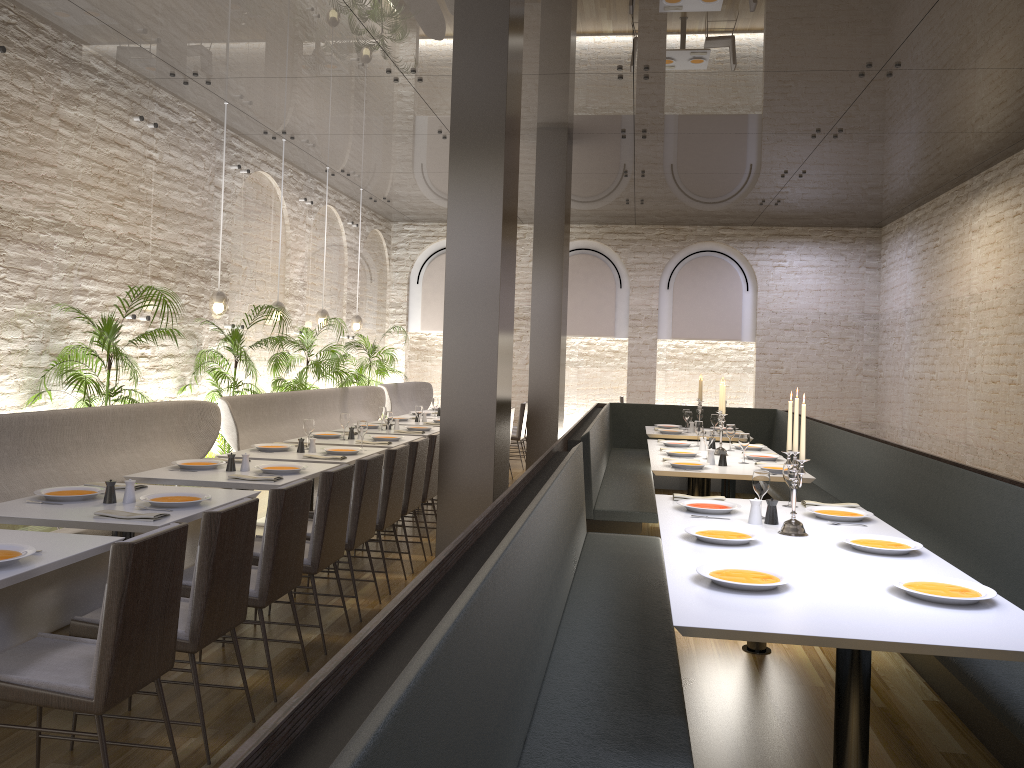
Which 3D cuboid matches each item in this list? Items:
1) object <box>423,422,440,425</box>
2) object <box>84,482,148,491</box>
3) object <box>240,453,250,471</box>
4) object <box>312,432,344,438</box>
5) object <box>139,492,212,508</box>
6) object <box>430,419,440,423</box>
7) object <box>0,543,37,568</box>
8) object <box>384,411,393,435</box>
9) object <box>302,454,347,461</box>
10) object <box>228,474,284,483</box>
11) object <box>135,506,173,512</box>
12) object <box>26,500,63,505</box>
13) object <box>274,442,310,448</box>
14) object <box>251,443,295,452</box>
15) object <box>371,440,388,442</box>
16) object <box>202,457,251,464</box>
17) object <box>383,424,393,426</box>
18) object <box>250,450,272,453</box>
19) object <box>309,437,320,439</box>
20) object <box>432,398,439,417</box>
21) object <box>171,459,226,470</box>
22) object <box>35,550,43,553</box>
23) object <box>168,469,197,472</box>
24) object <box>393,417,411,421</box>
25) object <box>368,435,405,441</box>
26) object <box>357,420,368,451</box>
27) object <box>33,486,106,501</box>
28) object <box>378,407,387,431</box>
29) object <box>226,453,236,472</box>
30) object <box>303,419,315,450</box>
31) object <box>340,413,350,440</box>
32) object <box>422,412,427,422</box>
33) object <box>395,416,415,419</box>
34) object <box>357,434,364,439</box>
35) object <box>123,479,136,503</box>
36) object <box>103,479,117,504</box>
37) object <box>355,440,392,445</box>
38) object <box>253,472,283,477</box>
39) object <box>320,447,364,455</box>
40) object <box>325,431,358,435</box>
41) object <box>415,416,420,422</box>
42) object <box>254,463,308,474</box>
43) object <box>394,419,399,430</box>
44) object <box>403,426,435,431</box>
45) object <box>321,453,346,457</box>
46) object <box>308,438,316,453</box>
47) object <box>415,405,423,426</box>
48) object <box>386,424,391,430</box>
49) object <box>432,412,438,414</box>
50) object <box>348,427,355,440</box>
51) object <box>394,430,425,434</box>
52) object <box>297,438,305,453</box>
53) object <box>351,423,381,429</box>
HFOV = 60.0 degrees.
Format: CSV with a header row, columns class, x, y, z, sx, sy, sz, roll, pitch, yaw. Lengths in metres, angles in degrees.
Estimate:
class,x,y,z,sx,sy,sz,roll,pitch,yaw
object,-0.817,0.434,9.644,0.273,0.033,0.142,2,1,8
object,-2.051,0.531,4.590,0.273,0.033,0.142,2,1,8
object,-1.633,0.476,5.428,0.059,0.109,0.059,2,0,0
object,-1.622,0.452,7.767,0.321,0.036,0.321,2,2,-10
object,-1.585,0.551,4.177,0.321,0.036,0.321,2,2,-14
object,-0.765,0.419,9.999,0.321,0.036,0.321,2,2,-14
object,-1.759,0.579,2.939,0.321,0.036,0.321,2,2,-14
object,-1.116,0.363,7.985,0.086,0.231,0.086,2,-1,14
object,-1.304,0.512,6.182,0.273,0.033,0.142,2,1,8
object,-1.462,0.538,5.060,0.273,0.033,0.142,2,1,8
object,-1.616,0.562,3.997,0.181,0.015,0.038,2,1,10
object,-2.147,0.545,4.073,0.185,0.010,0.017,2,1,8
object,-1.719,0.478,6.951,0.273,0.033,0.142,2,1,8
object,-1.784,0.478,6.615,0.322,0.036,0.321,3,2,43
object,-1.121,0.483,7.509,0.181,0.015,0.038,2,1,10
object,-1.877,0.503,5.829,0.273,0.033,0.142,2,1,8
object,-1.395,0.426,9.253,0.273,0.033,0.142,2,1,8
object,-1.815,0.492,6.434,0.185,0.010,0.017,2,1,8
object,-1.652,0.466,7.586,0.185,0.010,0.017,2,1,8
object,-0.952,0.287,10.980,0.086,0.231,0.086,1,-1,38
object,-1.942,0.503,5.493,0.321,0.036,0.321,2,2,-14
object,-1.739,0.585,3.115,0.185,0.010,0.017,2,1,8
object,-1.973,0.517,5.312,0.185,0.010,0.017,2,1,8
object,-1.297,0.399,10.077,0.321,0.036,0.321,2,2,-14
object,-1.091,0.471,7.690,0.321,0.036,0.321,2,2,-10
object,-1.149,0.395,6.791,0.086,0.231,0.086,2,-1,-40
object,-2.117,0.531,4.255,0.321,0.036,0.321,2,2,-14
object,-1.273,0.339,8.697,0.086,0.231,0.086,2,-1,-40
object,-1.709,0.474,5.393,0.059,0.109,0.059,2,0,0
object,-1.548,0.383,6.742,0.086,0.231,0.086,2,-1,-40
object,-1.431,0.364,7.572,0.086,0.231,0.086,2,-1,-34
object,-0.988,0.372,10.011,0.059,0.109,0.059,2,0,0
object,-1.232,0.399,10.412,0.273,0.033,0.142,2,1,8
object,-1.313,0.424,7.702,0.059,0.109,0.059,2,0,0
object,-1.807,0.504,4.189,0.059,0.109,0.059,2,0,0
object,-1.883,0.502,4.154,0.059,0.109,0.059,2,0,0
object,-1.142,0.486,7.334,0.273,0.033,0.142,2,1,8
object,-1.441,0.534,5.235,0.181,0.015,0.038,2,1,10
object,-1.253,0.497,6.538,0.322,0.036,0.321,3,2,43
object,-1.557,0.452,8.103,0.273,0.033,0.142,2,1,8
object,-1.064,0.371,9.976,0.059,0.109,0.059,2,0,0
object,-1.411,0.523,5.416,0.321,0.036,0.321,2,2,-14
object,-1.151,0.398,8.852,0.059,0.109,0.059,2,0,0
object,-0.929,0.445,8.840,0.321,0.036,0.321,2,2,-14
object,-1.283,0.509,6.357,0.181,0.015,0.038,2,1,10
object,-1.475,0.450,6.550,0.059,0.109,0.059,2,0,16
object,-0.958,0.338,9.110,0.086,0.231,0.086,2,-1,-40
object,-1.227,0.397,8.816,0.059,0.109,0.059,2,0,0
object,-1.076,0.374,11.520,0.273,0.033,0.142,2,1,8
object,-1.389,0.423,7.666,0.059,0.109,0.059,2,0,0
object,-0.980,0.460,8.484,0.273,0.033,0.142,2,1,8
object,-1.551,0.449,6.514,0.059,0.109,0.059,2,0,16
object,-1.460,0.426,8.917,0.321,0.036,0.321,2,2,-14
